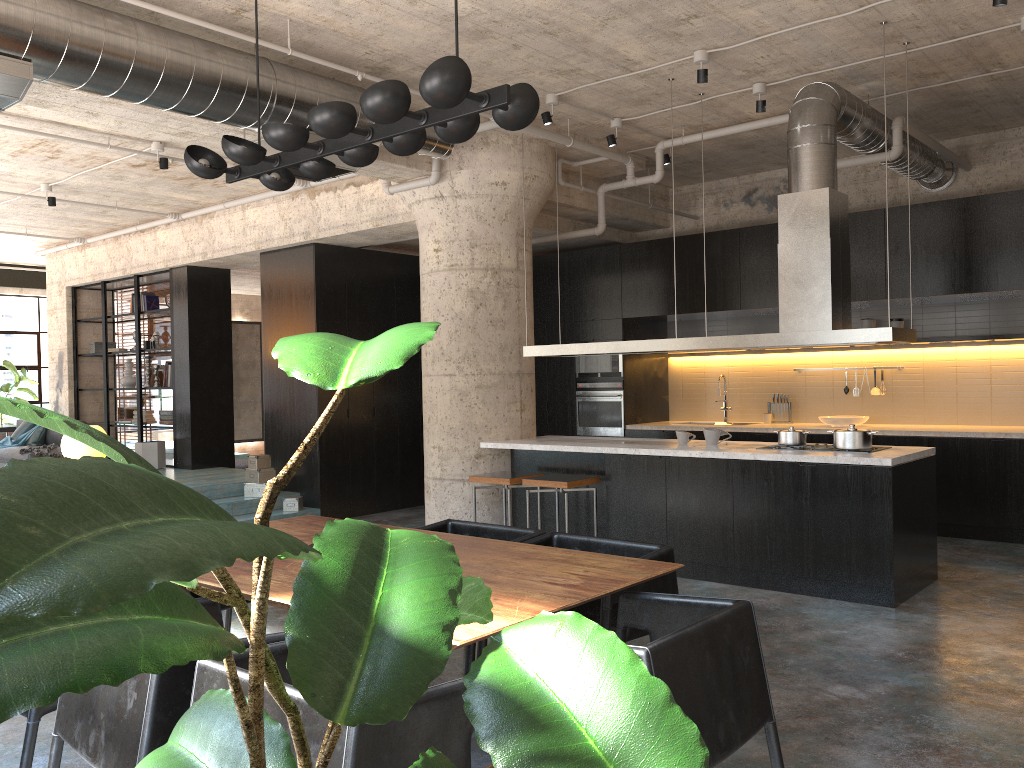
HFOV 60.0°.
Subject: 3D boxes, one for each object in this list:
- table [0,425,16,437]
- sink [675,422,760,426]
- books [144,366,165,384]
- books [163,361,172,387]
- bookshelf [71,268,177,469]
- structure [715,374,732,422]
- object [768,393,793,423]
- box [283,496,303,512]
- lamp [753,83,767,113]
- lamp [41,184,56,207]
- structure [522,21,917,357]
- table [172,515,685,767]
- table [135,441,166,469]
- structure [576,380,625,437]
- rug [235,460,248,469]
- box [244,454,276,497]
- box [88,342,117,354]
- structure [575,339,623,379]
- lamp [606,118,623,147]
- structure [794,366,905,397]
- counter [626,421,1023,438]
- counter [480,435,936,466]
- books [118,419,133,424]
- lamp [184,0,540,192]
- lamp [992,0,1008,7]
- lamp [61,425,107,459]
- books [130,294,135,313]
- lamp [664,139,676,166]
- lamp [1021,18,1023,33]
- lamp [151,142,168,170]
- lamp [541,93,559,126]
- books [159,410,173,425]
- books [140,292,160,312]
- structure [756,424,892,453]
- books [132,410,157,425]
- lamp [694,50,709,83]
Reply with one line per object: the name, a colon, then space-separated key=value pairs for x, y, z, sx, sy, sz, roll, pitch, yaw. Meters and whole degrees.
table: x=-6.924 y=0.851 z=11.727 sx=0.800 sy=0.570 sz=0.800 roll=-1 pitch=0 yaw=40
sink: x=2.305 y=0.513 z=10.030 sx=0.890 sy=0.134 sz=0.458 roll=-1 pitch=0 yaw=40
books: x=-5.141 y=-0.101 z=12.747 sx=0.547 sy=0.299 sz=0.147 roll=-1 pitch=0 yaw=40
books: x=-4.618 y=-0.136 z=12.063 sx=0.256 sy=0.354 sz=0.216 roll=-1 pitch=0 yaw=40
bookshelf: x=-5.217 y=-0.186 z=12.506 sx=2.900 sy=2.571 sz=0.628 roll=-1 pitch=0 yaw=40
structure: x=2.402 y=0.168 z=10.141 sx=0.125 sy=0.559 sz=0.269 roll=-1 pitch=0 yaw=40
object: x=2.976 y=0.269 z=9.862 sx=0.291 sy=0.336 sz=0.060 roll=-1 pitch=0 yaw=34
box: x=-2.339 y=1.281 z=9.482 sx=0.172 sy=0.140 sz=0.187 roll=-1 pitch=0 yaw=3
lamp: x=1.949 y=-2.241 z=6.982 sx=0.107 sy=0.236 sz=0.145 roll=-1 pitch=0 yaw=23
lamp: x=-4.876 y=-1.983 z=9.317 sx=0.107 sy=0.215 sz=0.141 roll=-1 pitch=0 yaw=22
structure: x=1.443 y=-1.307 z=6.997 sx=3.117 sy=2.100 sz=0.538 roll=-1 pitch=0 yaw=40
table: x=-0.646 y=1.119 z=3.794 sx=2.410 sy=0.756 sz=1.299 roll=-1 pitch=0 yaw=40
table: x=-4.648 y=0.912 z=11.400 sx=0.365 sy=0.340 sz=0.316 roll=-1 pitch=0 yaw=-20
structure: x=1.188 y=0.278 z=10.549 sx=0.664 sy=0.651 sz=0.649 roll=-1 pitch=0 yaw=40
rug: x=-4.312 y=1.335 z=13.460 sx=1.759 sy=0.377 sz=0.541 roll=-1 pitch=0 yaw=40
box: x=-2.712 y=0.988 z=9.566 sx=0.331 sy=0.441 sz=0.280 roll=-1 pitch=0 yaw=29
box: x=-5.997 y=-0.528 z=12.989 sx=0.306 sy=0.157 sz=0.312 roll=-1 pitch=0 yaw=-40
structure: x=1.205 y=-0.288 z=10.581 sx=0.659 sy=0.450 sz=0.612 roll=-1 pitch=0 yaw=40
lamp: x=0.910 y=-2.222 z=7.865 sx=0.145 sy=0.236 sz=0.107 roll=-1 pitch=0 yaw=23
structure: x=3.577 y=-0.020 z=9.469 sx=1.171 sy=0.315 sz=0.074 roll=-1 pitch=0 yaw=40
counter: x=3.293 y=0.505 z=9.132 sx=4.360 sy=0.142 sz=1.000 roll=-1 pitch=0 yaw=40
counter: x=1.380 y=0.509 z=7.111 sx=3.500 sy=0.046 sz=1.000 roll=-1 pitch=0 yaw=40
books: x=-5.447 y=0.535 z=12.708 sx=0.319 sy=0.068 sz=0.231 roll=-1 pitch=0 yaw=32
lamp: x=-0.718 y=-1.631 z=3.775 sx=1.813 sy=1.327 sz=0.583 roll=-1 pitch=0 yaw=40
lamp: x=2.756 y=-2.252 z=5.039 sx=0.107 sy=0.236 sz=0.145 roll=-1 pitch=0 yaw=23
lamp: x=-4.482 y=0.651 z=9.319 sx=0.462 sy=0.417 sz=0.462 roll=-1 pitch=0 yaw=-22
books: x=-5.222 y=-1.119 z=12.445 sx=0.231 sy=0.290 sz=0.216 roll=-1 pitch=0 yaw=40
lamp: x=1.521 y=-2.239 z=8.591 sx=0.145 sy=0.236 sz=0.107 roll=-1 pitch=0 yaw=23
lamp: x=3.386 y=-2.269 z=5.788 sx=0.107 sy=0.236 sz=0.145 roll=-1 pitch=0 yaw=23
lamp: x=-3.111 y=-2.013 z=7.825 sx=0.107 sy=0.215 sz=0.141 roll=-1 pitch=0 yaw=22
lamp: x=0.309 y=-2.205 z=7.150 sx=0.145 sy=0.236 sz=0.107 roll=-1 pitch=0 yaw=23
books: x=-4.598 y=0.456 z=12.125 sx=0.393 sy=0.197 sz=0.274 roll=-1 pitch=0 yaw=40
books: x=-5.035 y=-1.126 z=12.284 sx=0.258 sy=0.298 sz=0.221 roll=-1 pitch=0 yaw=40
structure: x=2.274 y=0.377 z=6.467 sx=0.833 sy=0.187 sz=0.506 roll=-1 pitch=0 yaw=40
books: x=-5.185 y=0.470 z=12.505 sx=0.257 sy=0.188 sz=0.306 roll=-1 pitch=0 yaw=5
lamp: x=1.332 y=-2.224 z=6.249 sx=0.107 sy=0.236 sz=0.145 roll=-1 pitch=0 yaw=23
